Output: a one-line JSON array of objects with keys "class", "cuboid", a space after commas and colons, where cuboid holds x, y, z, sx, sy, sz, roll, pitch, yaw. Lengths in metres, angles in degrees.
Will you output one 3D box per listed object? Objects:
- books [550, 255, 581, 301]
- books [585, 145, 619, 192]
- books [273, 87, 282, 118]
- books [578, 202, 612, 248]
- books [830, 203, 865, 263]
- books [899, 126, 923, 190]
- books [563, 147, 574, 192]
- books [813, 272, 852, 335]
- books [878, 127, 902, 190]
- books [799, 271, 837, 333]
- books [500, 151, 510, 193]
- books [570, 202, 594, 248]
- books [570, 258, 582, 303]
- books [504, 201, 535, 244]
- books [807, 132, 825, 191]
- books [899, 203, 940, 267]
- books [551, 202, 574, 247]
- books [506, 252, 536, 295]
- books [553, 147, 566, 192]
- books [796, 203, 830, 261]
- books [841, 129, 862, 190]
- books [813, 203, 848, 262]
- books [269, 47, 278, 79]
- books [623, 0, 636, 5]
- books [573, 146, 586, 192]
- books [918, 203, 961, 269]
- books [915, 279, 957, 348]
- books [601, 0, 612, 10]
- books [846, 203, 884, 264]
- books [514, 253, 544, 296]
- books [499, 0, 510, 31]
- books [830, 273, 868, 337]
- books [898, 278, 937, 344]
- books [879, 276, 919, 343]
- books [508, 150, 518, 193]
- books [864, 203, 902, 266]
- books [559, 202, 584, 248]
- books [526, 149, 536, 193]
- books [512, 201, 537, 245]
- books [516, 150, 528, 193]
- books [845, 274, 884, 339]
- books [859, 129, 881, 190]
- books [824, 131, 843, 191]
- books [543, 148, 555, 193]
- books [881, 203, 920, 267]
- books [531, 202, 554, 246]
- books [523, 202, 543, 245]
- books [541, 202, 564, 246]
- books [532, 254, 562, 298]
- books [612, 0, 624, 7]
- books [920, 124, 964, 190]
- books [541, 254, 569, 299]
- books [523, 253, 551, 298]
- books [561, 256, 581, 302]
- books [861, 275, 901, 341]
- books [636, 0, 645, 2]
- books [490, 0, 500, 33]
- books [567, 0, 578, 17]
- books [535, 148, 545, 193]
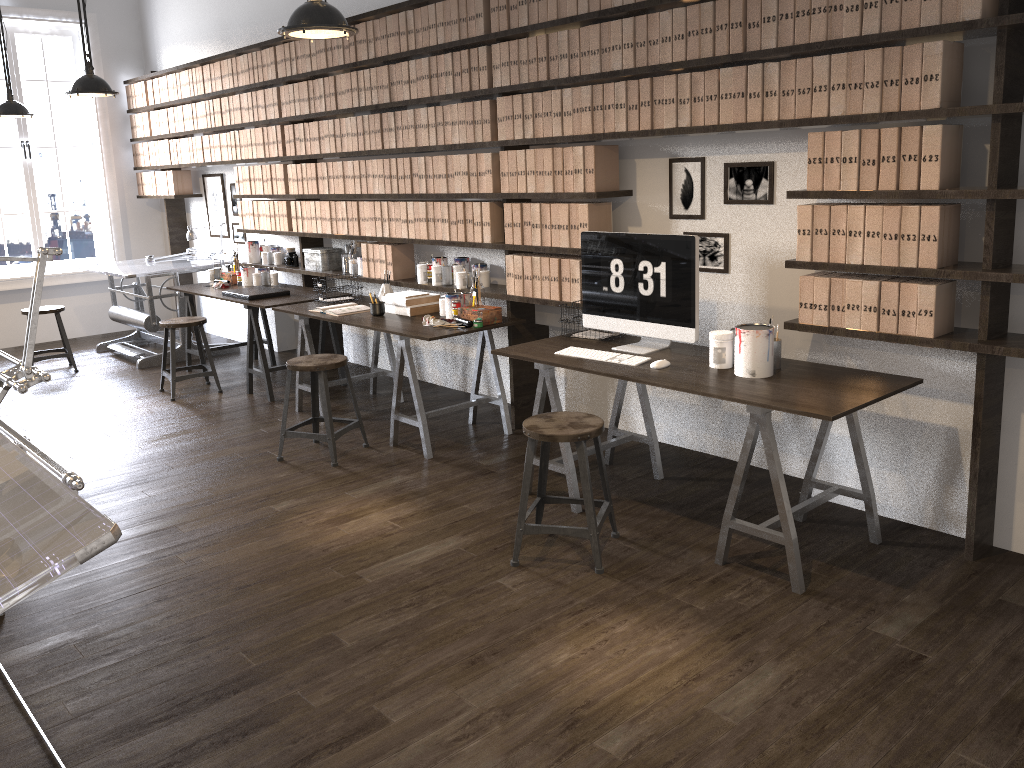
[{"class": "books", "cuboid": [0.284, -0.549, 4.600, 0.175, 0.223, 0.067, -13, 15, -41]}, {"class": "books", "cuboid": [0.438, -1.046, 4.311, 0.175, 0.223, 0.067, -13, 15, -40]}, {"class": "books", "cuboid": [-1.649, -2.053, 6.482, 0.175, 0.223, 0.067, -13, 15, -41]}, {"class": "books", "cuboid": [0.415, -0.786, 4.395, 0.175, 0.223, 0.067, -13, 15, -40]}, {"class": "books", "cuboid": [1.303, -0.582, 3.420, 0.175, 0.223, 0.067, -13, 15, -41]}, {"class": "books", "cuboid": [1.465, -0.808, 3.176, 0.175, 0.223, 0.067, -13, 15, -41]}, {"class": "books", "cuboid": [0.343, -1.068, 4.415, 0.175, 0.223, 0.067, -13, 15, -41]}, {"class": "books", "cuboid": [1.270, -0.320, 3.510, 0.175, 0.223, 0.067, -13, 15, -41]}, {"class": "books", "cuboid": [1.411, -0.819, 3.227, 0.175, 0.223, 0.067, -13, 15, -40]}, {"class": "books", "cuboid": [1.230, -0.331, 3.563, 0.175, 0.223, 0.067, -13, 15, -40]}, {"class": "books", "cuboid": [0.024, -1.143, 4.769, 0.175, 0.223, 0.067, -13, 15, -41]}, {"class": "books", "cuboid": [0.374, -0.796, 4.442, 0.175, 0.223, 0.067, -13, 15, -40]}, {"class": "books", "cuboid": [0.382, -0.526, 4.493, 0.175, 0.223, 0.067, -13, 15, -40]}, {"class": "books", "cuboid": [0.045, -0.873, 4.809, 0.175, 0.223, 0.067, -13, 15, -41]}, {"class": "books", "cuboid": [1.223, -0.864, 3.442, 0.175, 0.223, 0.067, -13, 15, -40]}, {"class": "books", "cuboid": [1.482, -0.539, 3.218, 0.175, 0.223, 0.067, -13, 15, -40]}, {"class": "books", "cuboid": [0.286, -0.817, 4.542, 0.175, 0.223, 0.067, -13, 15, -40]}, {"class": "books", "cuboid": [0.054, -0.603, 4.858, 0.175, 0.223, 0.067, -13, 15, -41]}, {"class": "books", "cuboid": [0.296, -1.079, 4.467, 0.175, 0.223, 0.067, -13, 15, -41]}, {"class": "books", "cuboid": [1.205, -0.602, 3.519, 0.175, 0.223, 0.067, -13, 15, -40]}, {"class": "books", "cuboid": [1.315, -0.842, 3.335, 0.175, 0.223, 0.067, -13, 15, -41]}, {"class": "books", "cuboid": [1.255, -0.592, 3.470, 0.175, 0.223, 0.067, -13, 15, -41]}, {"class": "books", "cuboid": [-1.656, -2.321, 6.423, 0.175, 0.223, 0.067, -13, 15, -40]}, {"class": "books", "cuboid": [0.578, -1.804, 3.956, 0.175, 0.223, 0.067, -13, 15, -40]}, {"class": "books", "cuboid": [0.387, -1.056, 4.360, 0.175, 0.223, 0.067, -13, 15, -40]}, {"class": "books", "cuboid": [1.529, -0.528, 3.167, 0.175, 0.223, 0.067, -13, 15, -40]}, {"class": "books", "cuboid": [1.538, -0.258, 3.214, 0.175, 0.223, 0.067, -13, 15, -40]}, {"class": "books", "cuboid": [0.489, -1.827, 4.065, 0.175, 0.223, 0.067, -13, 15, -41]}, {"class": "books", "cuboid": [1.347, -0.570, 3.366, 0.175, 0.223, 0.067, -13, 15, -40]}, {"class": "books", "cuboid": [0.100, -0.591, 4.802, 0.175, 0.223, 0.067, -13, 15, -41]}, {"class": "books", "cuboid": [0.019, -1.934, 4.575, 0.175, 0.223, 0.067, -13, 15, -41]}, {"class": "books", "cuboid": [1.318, -0.310, 3.463, 0.175, 0.223, 0.067, -13, 15, -40]}, {"class": "books", "cuboid": [1.500, -0.269, 3.267, 0.175, 0.223, 0.067, -13, 15, -40]}, {"class": "books", "cuboid": [1.452, -0.280, 3.317, 0.175, 0.223, 0.067, -13, 15, -40]}, {"class": "books", "cuboid": [0.069, -1.131, 4.717, 0.175, 0.223, 0.067, -13, 15, -41]}, {"class": "books", "cuboid": [1.392, -0.558, 3.310, 0.175, 0.223, 0.067, -13, 15, -40]}, {"class": "books", "cuboid": [0.327, -0.805, 4.488, 0.175, 0.223, 0.067, -13, 15, -41]}, {"class": "books", "cuboid": [0.162, -1.109, 4.610, 0.175, 0.223, 0.067, -13, 15, -41]}, {"class": "books", "cuboid": [0.090, -0.860, 4.750, 0.175, 0.223, 0.067, -13, 15, -40]}, {"class": "books", "cuboid": [0.113, -1.120, 4.663, 0.175, 0.223, 0.067, -13, 15, -40]}, {"class": "books", "cuboid": [1.359, -0.300, 3.416, 0.175, 0.223, 0.067, -13, 15, -40]}, {"class": "books", "cuboid": [1.366, -0.831, 3.286, 0.175, 0.223, 0.067, -13, 15, -41]}, {"class": "books", "cuboid": [1.271, -0.853, 3.390, 0.175, 0.223, 0.067, -13, 15, -40]}, {"class": "books", "cuboid": [0.246, -1.088, 4.513, 0.175, 0.223, 0.067, -13, 15, -40]}, {"class": "books", "cuboid": [1.436, -0.548, 3.261, 0.175, 0.223, 0.067, -13, 15, -41]}, {"class": "books", "cuboid": [0.188, -0.838, 4.643, 0.175, 0.223, 0.067, -13, 15, -41]}, {"class": "books", "cuboid": [0.145, -0.850, 4.699, 0.175, 0.223, 0.067, -13, 15, -41]}, {"class": "books", "cuboid": [0.239, -0.828, 4.594, 0.175, 0.223, 0.067, -13, 15, -40]}, {"class": "books", "cuboid": [0.194, -0.571, 4.705, 0.175, 0.223, 0.067, -13, 15, -41]}, {"class": "books", "cuboid": [0.532, -1.816, 4.011, 0.175, 0.223, 0.067, -13, 15, -40]}, {"class": "books", "cuboid": [1.514, -0.796, 3.119, 0.175, 0.223, 0.067, -13, 15, -40]}, {"class": "books", "cuboid": [0.239, -0.561, 4.659, 0.175, 0.223, 0.067, -13, 15, -40]}, {"class": "books", "cuboid": [0.148, -0.580, 4.749, 0.175, 0.223, 0.067, -13, 15, -40]}, {"class": "books", "cuboid": [0.338, -0.538, 4.549, 0.175, 0.223, 0.067, -13, 15, -40]}, {"class": "books", "cuboid": [1.402, -0.290, 3.366, 0.175, 0.223, 0.067, -13, 15, -41]}, {"class": "books", "cuboid": [0.626, -1.793, 3.902, 0.175, 0.223, 0.067, -13, 15, -41]}, {"class": "books", "cuboid": [-0.026, -1.946, 4.633, 0.175, 0.223, 0.067, -13, 15, -40]}, {"class": "books", "cuboid": [0.344, -1.859, 4.219, 0.175, 0.223, 0.067, -13, 15, -41]}, {"class": "books", "cuboid": [0.205, -1.100, 4.565, 0.175, 0.223, 0.067, -13, 15, -41]}]
